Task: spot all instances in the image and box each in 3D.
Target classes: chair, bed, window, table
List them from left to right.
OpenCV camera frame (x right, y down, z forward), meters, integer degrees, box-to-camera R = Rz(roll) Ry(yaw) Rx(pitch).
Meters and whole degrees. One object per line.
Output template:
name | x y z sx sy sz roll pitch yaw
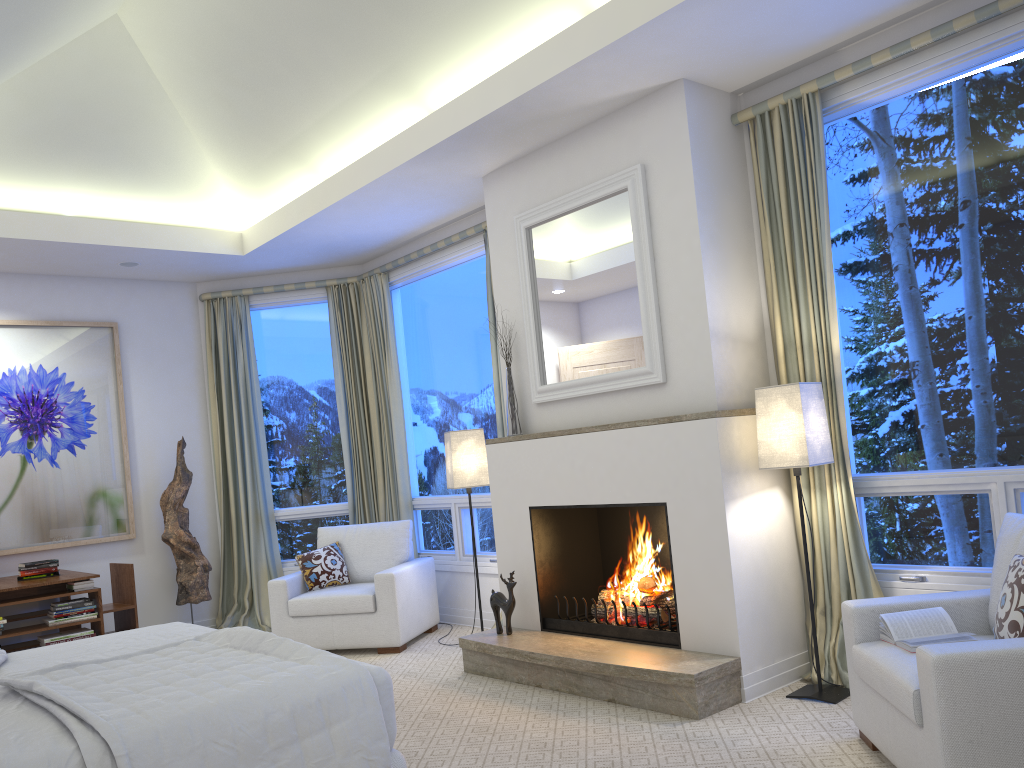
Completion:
bed | -1.575 0.974 2.358 2.017 0.813 1.977 -2 -6 -41
table | -2.848 1.429 5.054 0.739 0.599 0.904 -3 -5 -40
chair | -2.503 1.415 5.355 0.341 0.609 0.339 -8 -3 45
chair | -0.951 1.215 5.359 0.807 0.705 0.688 -6 -3 15
window | -0.313 0.174 5.650 0.205 2.023 1.519 -4 -3 -40
window | 0.385 -0.023 4.089 0.812 2.022 6.873 -4 -5 -40
chair | 1.387 0.754 2.515 0.688 0.703 0.808 -6 -3 5
window | 1.795 -0.240 3.134 0.205 2.023 1.519 -4 -3 -40

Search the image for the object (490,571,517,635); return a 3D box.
object | -0.034 1.068 4.308 0.180 0.307 0.096 -7 -3 36

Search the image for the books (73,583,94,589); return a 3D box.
books | -2.425 1.131 4.973 0.108 0.020 0.151 -2 -6 -40

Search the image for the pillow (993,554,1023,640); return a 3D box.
pillow | 1.397 0.612 2.390 0.135 0.272 0.276 -6 -3 4

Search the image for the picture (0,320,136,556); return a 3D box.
picture | -3.243 0.329 5.431 1.678 1.457 0.030 -3 -3 -40

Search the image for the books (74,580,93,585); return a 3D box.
books | -2.421 1.112 4.971 0.100 0.012 0.140 -2 -6 -40

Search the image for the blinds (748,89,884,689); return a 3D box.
blinds | 1.218 0.005 3.555 0.162 2.395 0.482 -4 -2 -40

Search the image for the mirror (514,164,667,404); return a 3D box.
mirror | 0.329 -0.420 4.084 0.038 0.938 0.843 -4 -3 -40

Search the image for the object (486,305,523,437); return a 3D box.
object | -0.036 -0.083 4.427 0.189 0.691 0.193 -5 -2 -12

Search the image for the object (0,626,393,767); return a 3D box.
object | -0.865 0.953 2.354 0.717 0.465 0.917 -2 -5 -44

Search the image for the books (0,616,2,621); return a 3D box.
books | -2.811 1.246 4.643 0.217 0.019 0.157 -2 -6 -40

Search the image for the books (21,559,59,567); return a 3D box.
books | -2.746 1.040 5.136 0.180 0.018 0.126 -1 -7 -45

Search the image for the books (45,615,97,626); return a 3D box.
books | -2.461 1.313 4.940 0.239 0.017 0.173 -2 -6 -35

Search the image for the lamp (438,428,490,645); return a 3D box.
lamp | -0.520 0.935 5.509 0.276 1.203 1.535 -5 -4 -28

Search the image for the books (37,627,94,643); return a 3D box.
books | -2.479 1.394 4.915 0.248 0.022 0.180 -2 -6 -40

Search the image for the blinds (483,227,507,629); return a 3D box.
blinds | -0.027 0.259 4.989 0.227 2.364 0.663 -4 -2 -36

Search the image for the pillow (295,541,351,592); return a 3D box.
pillow | -1.150 1.109 5.390 0.284 0.271 0.188 -4 -3 -31

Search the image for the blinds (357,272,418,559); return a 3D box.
blinds | -0.911 0.433 6.042 0.526 2.364 0.266 -7 -2 43

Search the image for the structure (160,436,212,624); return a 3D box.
structure | -2.211 1.046 5.982 0.305 1.391 0.265 -4 -2 -40

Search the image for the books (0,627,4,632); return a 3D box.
books | -2.804 1.299 4.631 0.234 0.019 0.144 -2 -6 -40

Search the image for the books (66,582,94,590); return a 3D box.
books | -2.425 1.131 4.972 0.111 0.022 0.154 -2 -6 -40

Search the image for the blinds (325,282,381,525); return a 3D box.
blinds | -1.066 0.456 6.155 0.524 2.367 0.270 -6 -2 3

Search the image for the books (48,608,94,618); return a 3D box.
books | -2.460 1.273 4.937 0.209 0.015 0.146 -2 -6 -40

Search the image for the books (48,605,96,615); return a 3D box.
books | -2.457 1.259 4.947 0.217 0.016 0.137 -2 -6 -40

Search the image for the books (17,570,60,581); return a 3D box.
books | -2.746 1.111 5.142 0.212 0.027 0.155 -3 -5 -25

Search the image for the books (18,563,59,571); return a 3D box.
books | -2.746 1.059 5.136 0.205 0.020 0.125 -3 -5 -30

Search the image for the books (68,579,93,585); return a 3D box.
books | -2.421 1.112 4.971 0.103 0.013 0.143 -2 -6 -40

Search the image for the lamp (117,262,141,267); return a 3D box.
lamp | -2.456 -0.762 5.683 0.137 0.014 0.137 -7 -5 21

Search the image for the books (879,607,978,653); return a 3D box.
books | 1.236 0.735 2.646 0.193 0.089 0.238 -6 -4 1

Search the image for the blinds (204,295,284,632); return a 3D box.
blinds | -1.951 0.542 6.188 0.642 2.370 0.295 -6 -2 1

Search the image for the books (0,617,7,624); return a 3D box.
books | -2.804 1.263 4.657 0.239 0.019 0.173 -2 -6 -35

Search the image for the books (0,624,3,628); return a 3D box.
books | -2.807 1.281 4.640 0.222 0.020 0.155 -2 -6 -40

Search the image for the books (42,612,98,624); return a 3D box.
books | -2.469 1.299 4.941 0.248 0.015 0.180 -2 -6 -40

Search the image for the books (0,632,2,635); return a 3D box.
books | -2.806 1.319 4.629 0.217 0.020 0.157 -2 -6 -40

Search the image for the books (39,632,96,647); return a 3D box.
books | -2.469 1.419 4.922 0.256 0.033 0.156 -2 -6 -40

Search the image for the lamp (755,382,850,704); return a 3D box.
lamp | 1.990 0.468 2.808 2.371 1.204 0.319 -9 -3 38

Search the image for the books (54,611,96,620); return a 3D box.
books | -2.453 1.286 4.940 0.205 0.011 0.149 -2 -6 -40

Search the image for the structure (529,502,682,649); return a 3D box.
structure | 0.572 0.844 4.150 0.475 0.614 0.878 -3 -4 -40

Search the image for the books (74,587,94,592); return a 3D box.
books | -2.420 1.148 4.968 0.101 0.012 0.140 -2 -6 -40

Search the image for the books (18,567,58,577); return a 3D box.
books | -2.748 1.083 5.132 0.190 0.031 0.132 -2 -6 -35

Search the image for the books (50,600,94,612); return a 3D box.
books | -2.459 1.238 4.949 0.205 0.026 0.125 -2 -6 -35

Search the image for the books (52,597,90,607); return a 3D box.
books | -2.465 1.218 4.944 0.177 0.017 0.113 -2 -6 -40

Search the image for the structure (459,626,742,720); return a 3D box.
structure | 0.306 1.239 3.881 0.328 0.172 1.460 -2 -6 -40

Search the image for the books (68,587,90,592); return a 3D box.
books | -2.419 1.148 4.968 0.103 0.013 0.143 -2 -6 -40
